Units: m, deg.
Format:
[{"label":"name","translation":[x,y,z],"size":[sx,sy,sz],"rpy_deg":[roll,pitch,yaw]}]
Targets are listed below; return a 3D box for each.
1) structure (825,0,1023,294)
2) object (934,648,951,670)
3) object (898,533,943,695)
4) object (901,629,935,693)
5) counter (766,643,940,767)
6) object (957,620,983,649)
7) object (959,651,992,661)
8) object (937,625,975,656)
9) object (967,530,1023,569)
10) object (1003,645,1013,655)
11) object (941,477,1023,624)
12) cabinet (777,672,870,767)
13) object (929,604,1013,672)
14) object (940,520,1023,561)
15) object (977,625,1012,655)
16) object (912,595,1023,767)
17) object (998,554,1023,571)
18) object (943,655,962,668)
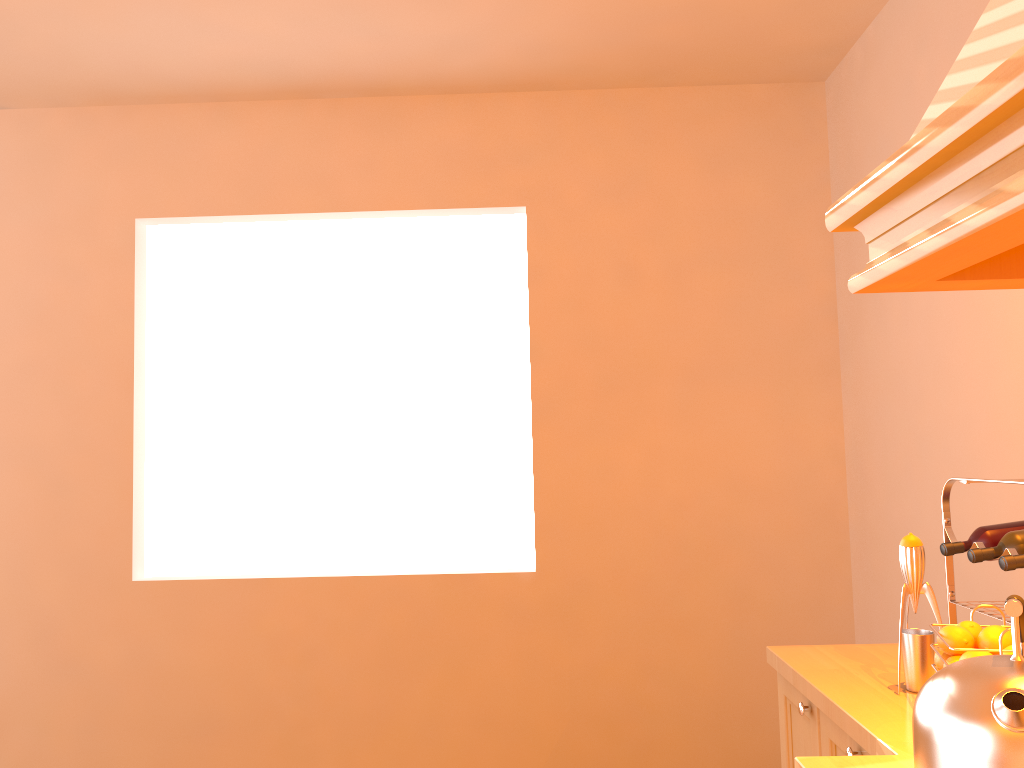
[{"label":"structure","translation":[-0.733,-0.664,0.195],"size":[4.091,1.148,1.061],"rpy_deg":[1,-5,-25]},{"label":"object","translation":[0.743,0.469,1.498],"size":[0.053,0.051,0.063],"rpy_deg":[-3,-5,20]},{"label":"object","translation":[0.747,0.421,1.655],"size":[0.101,0.288,0.088],"rpy_deg":[-2,-4,1]},{"label":"object","translation":[0.748,0.510,1.634],"size":[0.060,0.106,0.060],"rpy_deg":[1,-5,-31]},{"label":"counter","translation":[0.790,0.524,0.899],"size":[0.770,0.038,2.250],"rpy_deg":[-2,-4,1]},{"label":"object","translation":[0.770,0.429,1.496],"size":[0.052,0.060,0.057],"rpy_deg":[-5,-6,39]},{"label":"object","translation":[0.729,0.441,1.385],"size":[0.053,0.052,0.061],"rpy_deg":[1,-5,-26]},{"label":"object","translation":[0.731,0.423,1.461],"size":[0.053,0.051,0.063],"rpy_deg":[-2,-5,9]},{"label":"object","translation":[1.022,0.307,1.709],"size":[0.282,0.095,0.076],"rpy_deg":[-2,-4,1]},{"label":"object","translation":[0.779,0.426,1.358],"size":[0.063,0.053,0.051],"rpy_deg":[1,-5,-26]},{"label":"object","translation":[1.030,0.367,1.648],"size":[0.221,0.379,0.572],"rpy_deg":[-2,-4,1]},{"label":"cabinet","translation":[0.608,0.943,0.569],"size":[1.141,0.840,2.850],"rpy_deg":[-2,-4,1]},{"label":"object","translation":[0.788,0.458,1.418],"size":[0.189,0.174,0.207],"rpy_deg":[-3,-5,16]},{"label":"object","translation":[1.025,0.315,1.825],"size":[0.282,0.095,0.076],"rpy_deg":[-2,-4,1]},{"label":"object","translation":[0.781,0.416,1.429],"size":[0.063,0.053,0.051],"rpy_deg":[2,-6,-37]},{"label":"object","translation":[0.608,0.367,1.068],"size":[0.242,0.215,0.251],"rpy_deg":[-1,-5,-11]},{"label":"object","translation":[1.020,0.298,1.594],"size":[0.282,0.095,0.076],"rpy_deg":[-2,-4,1]},{"label":"object","translation":[0.733,0.466,1.437],"size":[0.062,0.053,0.052],"rpy_deg":[-3,-5,23]}]
